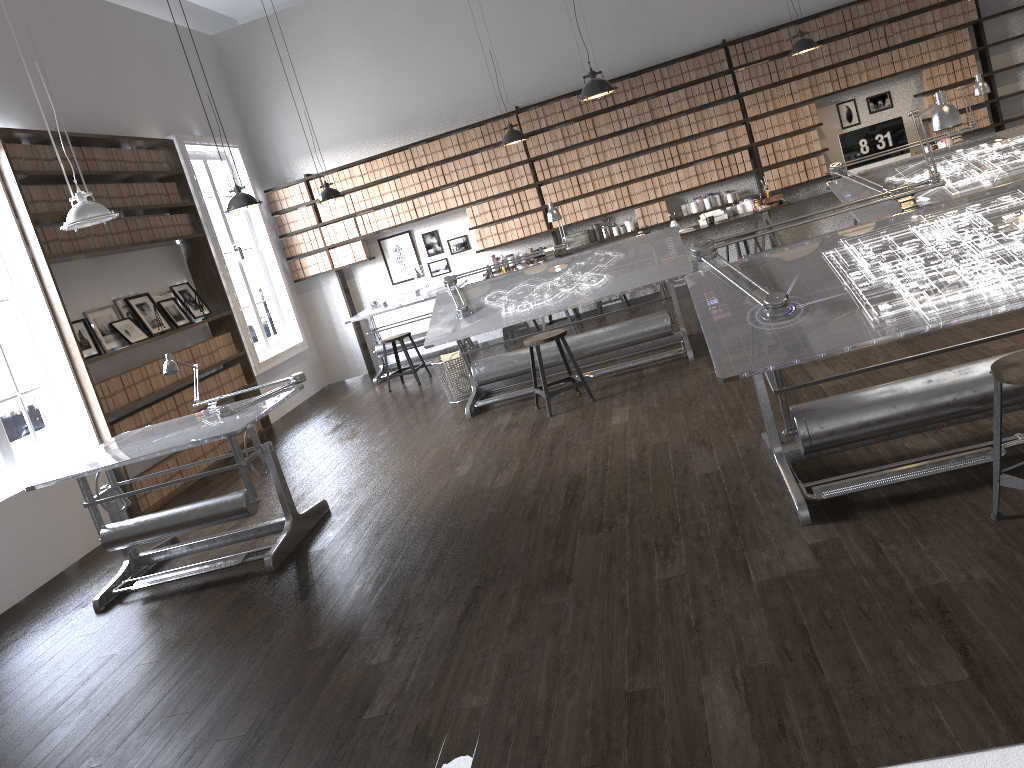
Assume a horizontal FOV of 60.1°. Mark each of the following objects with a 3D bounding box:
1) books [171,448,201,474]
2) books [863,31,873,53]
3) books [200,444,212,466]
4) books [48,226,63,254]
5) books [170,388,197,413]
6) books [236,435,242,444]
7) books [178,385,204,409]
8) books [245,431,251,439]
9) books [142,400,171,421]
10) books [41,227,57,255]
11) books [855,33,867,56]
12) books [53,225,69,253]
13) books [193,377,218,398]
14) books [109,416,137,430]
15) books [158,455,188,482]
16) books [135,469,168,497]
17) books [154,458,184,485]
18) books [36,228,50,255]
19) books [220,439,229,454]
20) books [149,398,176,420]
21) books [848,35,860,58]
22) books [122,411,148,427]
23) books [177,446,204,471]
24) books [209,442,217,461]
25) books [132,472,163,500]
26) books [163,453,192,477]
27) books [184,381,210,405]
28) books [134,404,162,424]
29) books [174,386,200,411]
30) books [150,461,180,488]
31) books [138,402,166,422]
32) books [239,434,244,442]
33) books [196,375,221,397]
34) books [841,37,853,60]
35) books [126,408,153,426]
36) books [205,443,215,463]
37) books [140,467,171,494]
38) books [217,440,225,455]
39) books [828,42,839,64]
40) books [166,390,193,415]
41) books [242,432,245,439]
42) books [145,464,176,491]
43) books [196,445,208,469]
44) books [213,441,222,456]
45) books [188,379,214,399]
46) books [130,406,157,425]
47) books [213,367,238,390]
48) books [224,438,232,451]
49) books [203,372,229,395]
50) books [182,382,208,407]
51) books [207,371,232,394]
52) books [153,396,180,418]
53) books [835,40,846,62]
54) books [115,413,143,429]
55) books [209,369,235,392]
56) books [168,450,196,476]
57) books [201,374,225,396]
[{"bbox_3d":[-2.822,0.686,7.660,0.174,0.224,0.067,-15,8,10],"label":"books"},{"bbox_3d":[3.704,-3.565,9.276,0.066,0.224,0.176,-15,9,11],"label":"books"},{"bbox_3d":[-2.794,0.635,7.873,0.174,0.224,0.067,-15,8,10],"label":"books"},{"bbox_3d":[-3.505,-1.053,6.662,0.174,0.224,0.067,-15,8,10],"label":"books"},{"bbox_3d":[-2.925,0.167,7.870,0.174,0.224,0.067,-15,8,10],"label":"books"},{"bbox_3d":[-2.712,0.491,8.472,0.174,0.224,0.067,-15,8,10],"label":"books"},{"bbox_3d":[-2.909,0.135,8.006,0.174,0.224,0.067,-15,8,10],"label":"books"},{"bbox_3d":[-2.687,0.443,8.676,0.174,0.224,0.067,-15,8,10],"label":"books"},{"bbox_3d":[-2.984,0.268,7.452,0.174,0.224,0.067,-15,8,10],"label":"books"},{"bbox_3d":[-3.509,-1.037,6.588,0.174,0.224,0.067,-15,8,10],"label":"books"},{"bbox_3d":[3.643,-3.548,9.283,0.067,0.224,0.176,-15,9,11],"label":"books"},{"bbox_3d":[-3.491,-1.071,6.731,0.174,0.224,0.067,-15,8,10],"label":"books"},{"bbox_3d":[-2.870,0.068,8.281,0.174,0.224,0.067,-15,8,10],"label":"books"},{"bbox_3d":[-3.048,0.380,6.984,0.174,0.224,0.067,-15,8,10],"label":"books"},{"bbox_3d":[-2.850,0.734,7.462,0.174,0.224,0.067,-15,8,10],"label":"books"},{"bbox_3d":[-2.895,0.817,7.116,0.174,0.224,0.067,-15,8,10],"label":"books"},{"bbox_3d":[-2.865,0.753,7.390,0.174,0.224,0.067,-15,8,10],"label":"books"},{"bbox_3d":[-3.524,-1.018,6.517,0.174,0.224,0.067,-15,8,10],"label":"books"},{"bbox_3d":[-2.753,0.556,8.207,0.174,0.224,0.067,-15,8,10],"label":"books"},{"bbox_3d":[-2.971,0.250,7.521,0.174,0.224,0.067,-15,8,10],"label":"books"},{"bbox_3d":[3.575,-3.530,9.296,0.066,0.224,0.176,-15,9,11],"label":"books"},{"bbox_3d":[-3.025,0.346,7.120,0.174,0.224,0.067,-15,8,10],"label":"books"},{"bbox_3d":[-2.812,0.669,7.730,0.174,0.224,0.067,-15,8,10],"label":"books"},{"bbox_3d":[-2.780,0.604,8.006,0.174,0.224,0.067,-15,8,10],"label":"books"},{"bbox_3d":[-2.909,0.833,7.052,0.174,0.224,0.067,-15,8,10],"label":"books"},{"bbox_3d":[-2.845,0.718,7.535,0.174,0.224,0.067,-15,8,10],"label":"books"},{"bbox_3d":[-2.885,0.101,8.140,0.174,0.224,0.067,-15,8,10],"label":"books"},{"bbox_3d":[-2.997,0.299,7.317,0.174,0.224,0.067,-15,8,10],"label":"books"},{"bbox_3d":[-2.920,0.151,7.939,0.174,0.224,0.067,-15,8,10],"label":"books"},{"bbox_3d":[-2.870,0.768,7.320,0.174,0.224,0.067,-15,8,10],"label":"books"},{"bbox_3d":[-2.994,0.284,7.383,0.174,0.224,0.067,-15,8,10],"label":"books"},{"bbox_3d":[-2.709,0.477,8.538,0.174,0.224,0.067,-15,8,10],"label":"books"},{"bbox_3d":[-2.864,0.053,8.350,0.174,0.224,0.067,-15,8,10],"label":"books"},{"bbox_3d":[3.506,-3.512,9.312,0.066,0.224,0.176,-15,9,11],"label":"books"},{"bbox_3d":[-3.017,0.330,7.191,0.174,0.224,0.067,-15,8,10],"label":"books"},{"bbox_3d":[-2.787,0.619,7.944,0.174,0.224,0.067,-15,8,10],"label":"books"},{"bbox_3d":[-2.892,0.802,7.183,0.174,0.224,0.067,-15,8,10],"label":"books"},{"bbox_3d":[-2.764,0.573,8.139,0.174,0.224,0.067,-15,8,10],"label":"books"},{"bbox_3d":[3.374,-3.478,9.338,0.066,0.224,0.176,-15,9,11],"label":"books"},{"bbox_3d":[-2.931,0.183,7.799,0.174,0.224,0.067,-15,8,10],"label":"books"},{"bbox_3d":[-2.700,0.460,8.607,0.174,0.224,0.067,-15,8,10],"label":"books"},{"bbox_3d":[-2.883,0.786,7.252,0.174,0.224,0.067,-15,8,10],"label":"books"},{"bbox_3d":[-2.806,0.653,7.801,0.174,0.224,0.067,-15,8,10],"label":"books"},{"bbox_3d":[-2.767,0.588,8.070,0.174,0.224,0.067,-15,8,10],"label":"books"},{"bbox_3d":[-2.876,0.084,8.210,0.174,0.224,0.067,-15,8,10],"label":"books"},{"bbox_3d":[-3.010,0.315,7.252,0.174,0.224,0.067,-15,8,10],"label":"books"},{"bbox_3d":[-2.812,-0.029,8.682,0.174,0.224,0.067,-15,8,10],"label":"books"},{"bbox_3d":[-2.740,0.539,8.275,0.174,0.224,0.067,-15,8,10],"label":"books"},{"bbox_3d":[-2.840,0.018,8.486,0.174,0.224,0.067,-15,8,10],"label":"books"},{"bbox_3d":[-2.898,0.117,8.079,0.174,0.224,0.067,-15,8,10],"label":"books"},{"bbox_3d":[-2.832,0.002,8.557,0.174,0.224,0.067,-15,8,10],"label":"books"},{"bbox_3d":[-2.966,0.235,7.591,0.174,0.224,0.067,-15,8,10],"label":"books"},{"bbox_3d":[3.441,-3.496,9.328,0.066,0.224,0.176,-15,9,11],"label":"books"},{"bbox_3d":[-3.037,0.364,7.052,0.174,0.224,0.067,-15,8,10],"label":"books"},{"bbox_3d":[-2.826,-0.012,8.618,0.174,0.224,0.067,-15,8,10],"label":"books"},{"bbox_3d":[-2.834,0.702,7.599,0.174,0.224,0.067,-15,8,10],"label":"books"},{"bbox_3d":[-2.853,0.036,8.418,0.174,0.224,0.067,-15,8,10],"label":"books"}]
